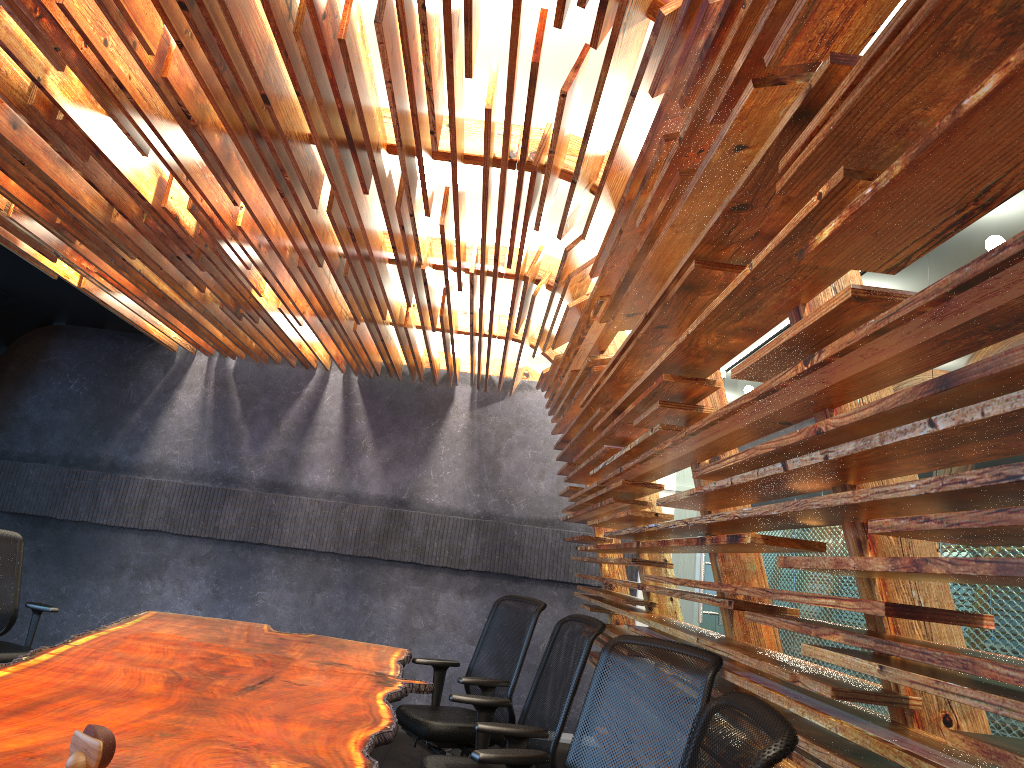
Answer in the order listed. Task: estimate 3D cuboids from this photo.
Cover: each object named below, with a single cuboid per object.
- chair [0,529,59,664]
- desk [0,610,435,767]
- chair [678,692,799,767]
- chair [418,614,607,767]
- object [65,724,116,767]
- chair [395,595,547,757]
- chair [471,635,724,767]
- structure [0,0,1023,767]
[{"bbox_3d":[-3.165,1.513,5.213,0.792,1.281,0.789,-4,-19,32],"label":"chair"},{"bbox_3d":[-1.361,1.445,2.679,2.035,0.845,6.440,7,-11,-1],"label":"desk"},{"bbox_3d":[0.025,1.167,1.496,0.797,1.281,0.784,6,-16,4],"label":"chair"},{"bbox_3d":[-0.095,1.593,3.694,0.793,1.281,0.788,10,-17,-10],"label":"chair"},{"bbox_3d":[-0.778,0.729,1.527,0.305,0.254,0.124,-5,-21,40],"label":"object"},{"bbox_3d":[-0.321,1.806,4.898,0.785,1.281,0.796,15,-18,-24],"label":"chair"},{"bbox_3d":[0.156,1.416,2.656,0.782,1.281,0.799,16,-19,-29],"label":"chair"},{"bbox_3d":[-1.015,0.168,2.615,4.527,3.094,11.093,7,-12,-1],"label":"structure"}]
